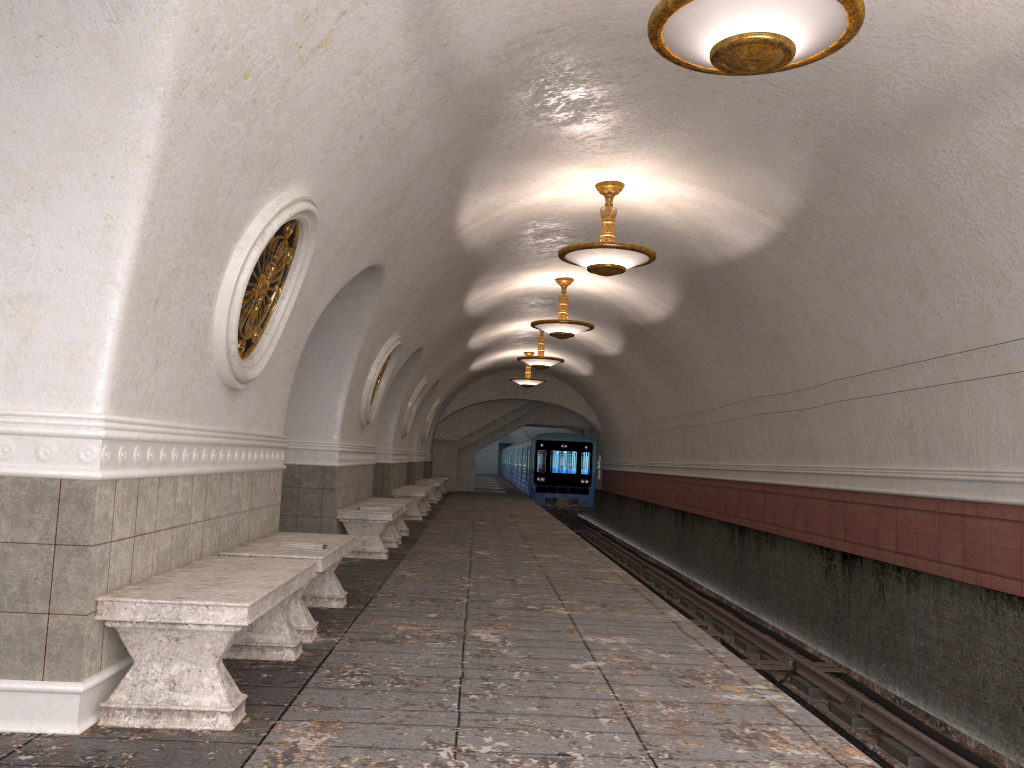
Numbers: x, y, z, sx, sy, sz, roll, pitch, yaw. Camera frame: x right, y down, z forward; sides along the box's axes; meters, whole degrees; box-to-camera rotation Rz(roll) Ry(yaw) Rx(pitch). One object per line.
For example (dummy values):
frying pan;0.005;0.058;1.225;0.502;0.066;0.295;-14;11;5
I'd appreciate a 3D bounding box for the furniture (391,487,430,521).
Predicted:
furniture;-1.856;2.187;16.239;0.613;0.508;1.509;3;-5;-2

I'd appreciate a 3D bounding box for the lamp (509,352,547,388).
lamp;0.433;-0.362;23.572;1.008;0.955;1.008;-2;-7;44

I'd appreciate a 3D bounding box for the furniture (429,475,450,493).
furniture;-2.326;3.216;28.451;0.613;0.508;1.509;3;-5;-2

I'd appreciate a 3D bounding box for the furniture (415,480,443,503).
furniture;-2.084;2.687;22.176;0.613;0.508;1.509;3;-5;-2

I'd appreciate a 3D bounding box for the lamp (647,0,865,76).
lamp;1.175;-1.985;4.304;1.008;0.955;1.008;4;-5;-18

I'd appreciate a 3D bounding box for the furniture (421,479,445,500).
furniture;-2.149;2.828;23.850;0.613;0.508;1.509;3;-5;-2

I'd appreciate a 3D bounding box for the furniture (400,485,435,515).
furniture;-1.920;2.328;17.913;0.613;0.508;1.509;3;-5;-2

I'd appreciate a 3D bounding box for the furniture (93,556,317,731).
furniture;-1.394;1.178;4.260;0.613;0.508;1.509;3;-5;-2

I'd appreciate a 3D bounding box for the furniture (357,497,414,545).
furniture;-1.689;1.823;11.918;0.613;0.508;1.509;3;-5;-2

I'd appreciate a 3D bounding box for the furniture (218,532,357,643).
furniture;-1.459;1.319;5.934;0.613;0.508;1.509;3;-5;-2

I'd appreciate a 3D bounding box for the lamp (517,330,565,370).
lamp;0.618;-0.767;18.762;1.008;0.955;1.008;2;-5;14

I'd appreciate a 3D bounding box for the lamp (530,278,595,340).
lamp;0.804;-1.172;13.955;1.008;0.955;1.008;2;-5;14

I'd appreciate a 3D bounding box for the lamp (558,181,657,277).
lamp;0.989;-1.577;9.145;1.008;0.955;1.008;4;-5;-18

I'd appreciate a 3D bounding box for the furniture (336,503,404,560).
furniture;-1.625;1.682;10.243;0.613;0.508;1.509;3;-5;-2
